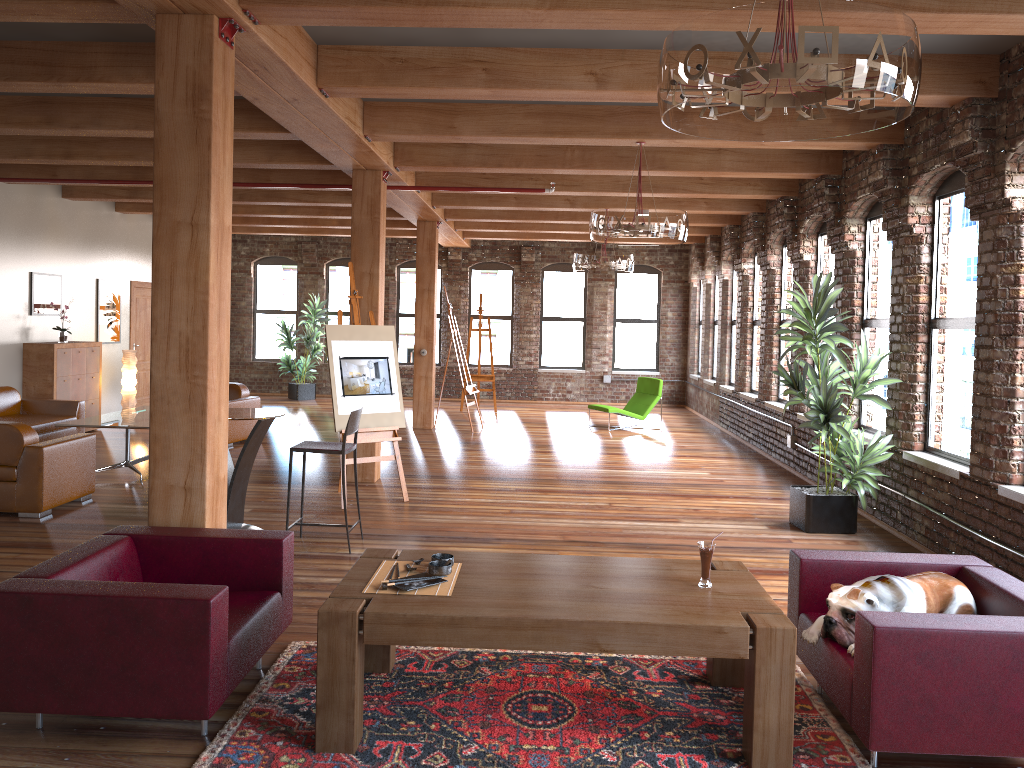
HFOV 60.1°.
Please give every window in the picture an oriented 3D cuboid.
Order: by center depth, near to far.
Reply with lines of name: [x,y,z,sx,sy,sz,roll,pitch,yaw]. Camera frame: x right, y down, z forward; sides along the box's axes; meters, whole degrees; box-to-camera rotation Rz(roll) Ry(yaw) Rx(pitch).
window: [3.162,-0.380,5.028,0.235,2.212,0.970,1,2,2]
window: [3.215,-0.482,6.492,0.235,2.212,0.970,1,2,2]
window: [3.269,-0.584,7.958,0.235,2.212,0.970,1,2,2]
window: [3.321,-0.686,9.424,0.232,2.212,0.970,1,2,2]
window: [3.377,-0.788,10.891,0.236,2.212,0.970,1,2,2]
window: [3.428,-0.891,12.357,0.230,2.212,0.970,1,2,2]
window: [3.483,-0.993,13.819,0.233,2.212,0.970,1,2,2]
window: [3.536,-1.095,15.286,0.231,2.212,0.970,1,2,2]
window: [3.591,-1.199,16.778,0.232,2.212,0.970,1,2,2]
window: [2.525,-1.305,17.925,0.968,2.216,0.219,2,1,2]
window: [1.040,-1.346,17.978,0.968,2.216,0.219,2,1,2]
window: [-0.430,-1.383,18.030,0.968,2.225,0.221,2,1,2]
window: [-1.895,-1.423,18.083,0.968,2.225,0.221,2,1,2]
window: [-3.360,-1.498,18.203,0.968,2.167,0.086,2,1,2]
window: [-4.850,-1.539,18.257,0.968,2.167,0.086,2,1,2]

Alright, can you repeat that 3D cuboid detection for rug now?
rug: [0.113,1.371,3.688,2.462,0.009,1.346,2,4,2]

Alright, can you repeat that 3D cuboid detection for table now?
table: [0.167,1.100,3.687,1.750,0.549,0.902,2,3,2]
table: [-2.027,0.671,6.435,0.722,0.923,0.722,3,3,27]
table: [-3.785,0.604,9.214,0.939,0.559,1.874,2,4,2]

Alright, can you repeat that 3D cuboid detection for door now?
door: [-6.024,-0.596,14.358,0.226,2.118,1.031,1,2,2]

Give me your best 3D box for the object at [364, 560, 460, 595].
object: [-0.407,0.808,3.706,0.332,0.003,0.472,2,4,2]

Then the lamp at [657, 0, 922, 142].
lamp: [0.885,-1.268,2.852,0.810,0.814,0.810,4,4,43]

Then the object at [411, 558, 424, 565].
object: [-0.414,0.782,3.896,0.018,0.021,0.059,4,4,44]

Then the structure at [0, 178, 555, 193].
structure: [-2.939,-2.188,9.576,6.808,0.112,0.051,2,2,2]

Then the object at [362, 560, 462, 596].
object: [-0.405,0.808,3.706,0.352,0.001,0.470,2,4,2]

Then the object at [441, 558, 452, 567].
object: [-0.288,0.759,3.734,0.045,0.079,0.137,0,4,-33]

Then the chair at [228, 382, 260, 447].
chair: [-3.892,0.369,11.283,1.064,0.734,0.832,2,3,12]

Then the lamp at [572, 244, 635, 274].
lamp: [1.206,-1.879,11.619,0.810,0.814,0.809,4,3,38]

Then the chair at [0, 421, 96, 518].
chair: [-4.171,0.641,7.334,1.064,0.734,0.832,2,3,2]

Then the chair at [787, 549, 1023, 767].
chair: [1.706,1.119,3.627,0.865,0.592,1.073,2,3,2]

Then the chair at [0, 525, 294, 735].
chair: [-1.506,1.028,3.766,0.865,0.592,1.073,2,3,2]

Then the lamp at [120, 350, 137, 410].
lamp: [-5.410,0.056,12.547,0.271,1.113,0.261,0,2,-43]

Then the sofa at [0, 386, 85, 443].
sofa: [-5.570,0.461,9.378,0.951,0.734,2.417,2,4,2]

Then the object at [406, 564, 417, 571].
object: [-0.437,0.783,3.807,0.045,0.030,0.153,1,4,-13]

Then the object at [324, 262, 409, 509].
object: [-1.349,-0.035,7.967,0.702,2.138,0.686,0,2,-38]

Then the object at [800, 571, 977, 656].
object: [1.590,0.935,3.690,0.754,0.296,0.365,0,3,-26]

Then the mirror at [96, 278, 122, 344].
mirror: [-5.973,-1.072,13.140,0.025,0.951,0.695,1,2,2]

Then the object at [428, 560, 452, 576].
object: [-0.305,0.783,3.760,0.099,0.043,0.099,4,5,40]

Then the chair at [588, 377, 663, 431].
chair: [1.772,0.297,13.907,0.956,0.795,0.681,0,3,-23]

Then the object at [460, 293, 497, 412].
object: [-0.588,-0.592,16.115,0.662,2.138,0.686,1,2,-3]

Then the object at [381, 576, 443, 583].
object: [-0.402,0.792,3.605,0.270,0.008,0.007,0,3,-24]

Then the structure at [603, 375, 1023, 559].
structure: [3.208,0.493,11.124,1.633,0.313,13.735,1,4,-5]

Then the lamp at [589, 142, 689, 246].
lamp: [1.047,-1.577,7.275,0.810,0.814,0.809,4,4,45]

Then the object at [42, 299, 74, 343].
object: [-5.841,-0.831,11.460,0.370,0.588,0.298,1,2,-4]

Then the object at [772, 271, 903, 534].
object: [2.625,0.136,7.268,0.967,2.101,1.081,2,2,15]

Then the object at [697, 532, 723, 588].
object: [0.815,0.726,3.677,0.095,0.232,0.076,3,2,35]

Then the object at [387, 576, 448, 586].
object: [-0.381,0.794,3.585,0.270,0.008,0.007,-1,4,-32]

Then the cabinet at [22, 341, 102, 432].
cabinet: [-5.855,0.060,11.591,0.419,1.207,1.188,2,3,2]

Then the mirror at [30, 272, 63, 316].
mirror: [-6.028,-1.158,11.480,0.025,0.547,0.695,1,3,2]

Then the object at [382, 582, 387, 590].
object: [-0.505,0.807,3.517,0.018,0.021,0.059,1,4,-11]

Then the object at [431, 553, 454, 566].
object: [-0.303,0.775,3.877,0.099,0.043,0.099,3,4,28]

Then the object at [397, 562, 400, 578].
object: [-0.485,0.796,3.776,0.007,0.008,0.271,1,4,-9]

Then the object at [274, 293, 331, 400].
object: [-4.151,-0.755,17.456,1.080,2.101,0.968,1,2,-20]

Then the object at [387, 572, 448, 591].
object: [-0.387,0.806,3.590,0.213,0.018,0.154,-2,5,-43]

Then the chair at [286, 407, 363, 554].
chair: [-1.324,0.661,6.319,0.467,0.980,0.430,2,2,2]

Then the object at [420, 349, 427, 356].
object: [-1.308,-0.465,13.094,0.095,0.095,0.061,2,2,2]

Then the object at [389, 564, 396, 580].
object: [-0.505,0.798,3.740,0.007,0.008,0.271,1,4,-3]

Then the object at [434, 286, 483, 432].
object: [-0.812,-0.396,13.269,0.685,2.138,0.662,2,2,12]
